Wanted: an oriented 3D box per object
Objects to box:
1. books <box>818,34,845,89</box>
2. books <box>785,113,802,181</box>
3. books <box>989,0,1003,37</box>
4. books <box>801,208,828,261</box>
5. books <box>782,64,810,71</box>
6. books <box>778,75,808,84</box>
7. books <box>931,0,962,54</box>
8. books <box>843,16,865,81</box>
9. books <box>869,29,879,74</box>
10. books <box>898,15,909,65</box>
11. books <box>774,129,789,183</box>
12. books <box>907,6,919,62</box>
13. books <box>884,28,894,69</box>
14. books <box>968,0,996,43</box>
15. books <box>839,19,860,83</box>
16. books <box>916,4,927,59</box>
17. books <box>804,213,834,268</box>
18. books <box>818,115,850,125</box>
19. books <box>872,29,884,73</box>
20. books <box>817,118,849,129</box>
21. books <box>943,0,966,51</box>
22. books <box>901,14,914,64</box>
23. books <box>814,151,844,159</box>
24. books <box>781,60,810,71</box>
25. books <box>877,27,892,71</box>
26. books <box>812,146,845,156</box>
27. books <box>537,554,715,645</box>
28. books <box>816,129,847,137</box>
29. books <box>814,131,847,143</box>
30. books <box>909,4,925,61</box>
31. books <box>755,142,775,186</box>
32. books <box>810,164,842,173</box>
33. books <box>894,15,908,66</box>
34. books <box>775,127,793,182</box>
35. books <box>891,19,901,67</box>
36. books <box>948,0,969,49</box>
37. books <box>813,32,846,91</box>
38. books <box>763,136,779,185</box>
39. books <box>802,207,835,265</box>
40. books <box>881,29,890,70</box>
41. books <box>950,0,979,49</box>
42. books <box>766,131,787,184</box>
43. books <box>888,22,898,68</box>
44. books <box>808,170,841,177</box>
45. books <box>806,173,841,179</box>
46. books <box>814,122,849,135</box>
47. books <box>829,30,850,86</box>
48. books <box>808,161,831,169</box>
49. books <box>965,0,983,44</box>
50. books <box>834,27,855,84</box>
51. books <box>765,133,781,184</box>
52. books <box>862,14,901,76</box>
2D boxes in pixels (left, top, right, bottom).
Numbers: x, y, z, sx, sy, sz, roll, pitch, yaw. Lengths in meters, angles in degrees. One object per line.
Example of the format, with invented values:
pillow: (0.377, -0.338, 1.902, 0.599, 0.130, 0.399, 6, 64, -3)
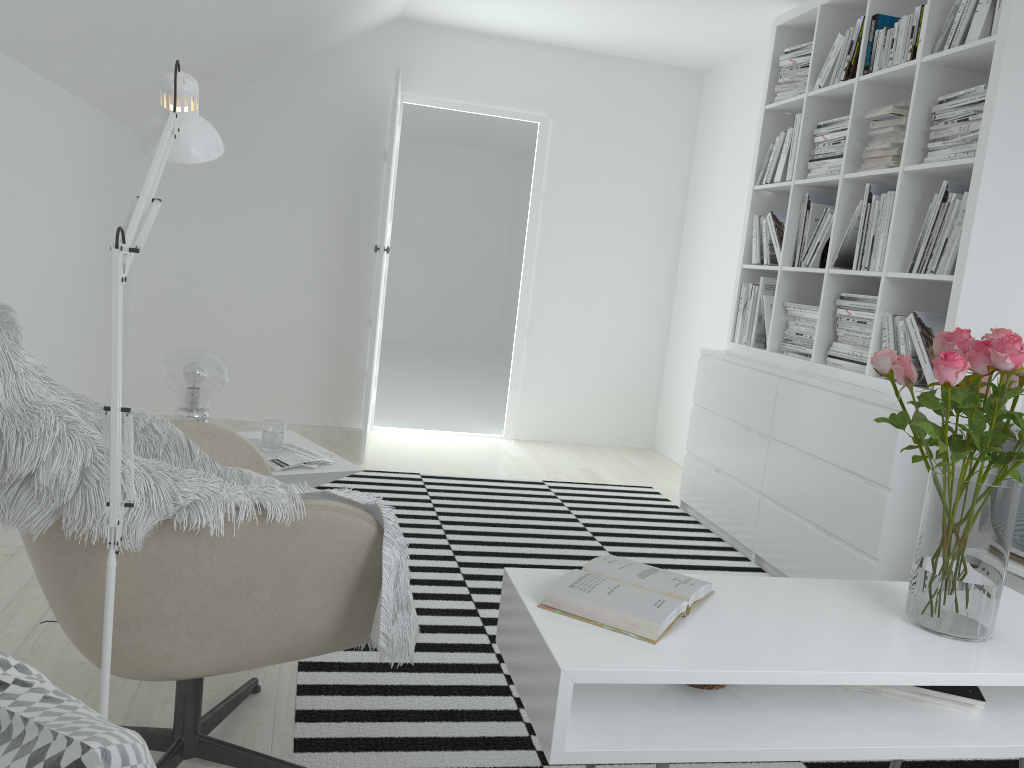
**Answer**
books: (1.419, -1.338, 3.735, 0.167, 0.210, 0.162, 5, 8, -13)
books: (1.327, -1.041, 3.947, 0.176, 0.290, 0.053, 5, 8, -13)
books: (1.628, -1.234, 2.810, 0.176, 0.290, 0.053, 5, 8, -13)
books: (1.367, -0.633, 3.818, 0.161, 0.226, 0.138, 5, 8, -13)
books: (1.391, -1.433, 4.051, 0.159, 0.012, 0.285, 3, 8, -23)
books: (1.397, -1.391, 4.071, 0.182, 0.016, 0.288, 2, 9, -33)
books: (1.572, -1.222, 3.080, 0.161, 0.210, 0.127, 5, 8, -13)
books: (1.453, -1.334, 3.564, 0.170, 0.251, 0.118, 5, 8, -13)
books: (1.448, -1.276, 3.437, 0.107, 0.167, 0.017, 5, 8, -13)
books: (1.498, -1.253, 3.267, 0.128, 0.178, 0.021, 5, 8, -13)
books: (1.315, -1.033, 4.067, 0.172, 0.239, 0.093, 5, 8, -13)
books: (1.512, -1.257, 3.225, 0.127, 0.200, 0.020, 5, 8, -13)
books: (1.469, -1.256, 3.352, 0.110, 0.153, 0.019, 5, 8, -13)
books: (1.618, -1.222, 2.889, 0.174, 0.242, 0.105, 5, 8, -13)
books: (1.445, -1.338, 3.607, 0.159, 0.248, 0.089, 5, 8, -13)
books: (1.523, -1.242, 3.153, 0.139, 0.191, 0.036, 5, 8, -13)
books: (1.381, -0.601, 3.794, 0.167, 0.236, 0.146, 5, 8, -13)
books: (1.429, -1.099, 3.731, 0.161, 0.012, 0.254, 5, 8, -13)
books: (1.452, -1.270, 3.413, 0.106, 0.162, 0.032, 5, 8, -13)
books: (1.426, -1.084, 3.717, 0.159, 0.012, 0.285, 5, 8, -13)
books: (1.589, -1.232, 3.031, 0.161, 0.218, 0.101, 5, 8, -13)
books: (1.500, -1.251, 3.245, 0.128, 0.179, 0.022, 5, 8, -13)
books: (1.435, -0.958, 3.748, 0.182, 0.016, 0.288, 5, 8, -13)
books: (1.376, -1.449, 4.066, 0.161, 0.013, 0.256, 4, 8, -18)
books: (1.464, -1.267, 3.388, 0.120, 0.167, 0.020, 5, 8, -13)
books: (1.422, -0.977, 3.752, 0.167, 0.017, 0.263, 4, 8, -18)
books: (0.232, 0.398, 1.717, 0.231, 0.040, 0.342, 11, 9, 29)
books: (1.429, -1.049, 3.739, 0.161, 0.013, 0.254, 4, 8, -18)
books: (1.423, -1.030, 3.731, 0.174, 0.021, 0.273, 5, 8, -13)
books: (1.518, -1.250, 3.193, 0.136, 0.196, 0.045, 5, 8, -13)
books: (1.270, -1.029, 4.217, 0.161, 0.210, 0.127, 5, 8, -13)
books: (1.413, -0.898, 3.750, 0.174, 0.021, 0.273, 5, 8, -13)
books: (1.499, -1.260, 3.293, 0.134, 0.184, 0.030, 5, 8, -13)
books: (1.316, -1.029, 4.027, 0.174, 0.242, 0.105, 5, 8, -13)
books: (1.492, -1.261, 3.318, 0.128, 0.178, 0.022, 5, 8, -13)
books: (1.592, -1.234, 3.001, 0.152, 0.232, 0.104, 5, 8, -13)
books: (1.421, -1.350, 3.772, 0.186, 0.226, 0.173, 5, 8, -13)
books: (1.288, -1.038, 4.169, 0.161, 0.218, 0.101, 5, 8, -13)
books: (1.376, -0.620, 3.814, 0.159, 0.253, 0.153, 5, 8, -13)
books: (1.467, -1.258, 3.371, 0.110, 0.153, 0.018, 5, 8, -13)
books: (1.596, -1.232, 2.969, 0.172, 0.235, 0.112, 5, 8, -13)
books: (1.295, -1.038, 4.107, 0.172, 0.235, 0.112, 5, 8, -13)
books: (1.479, -1.261, 3.335, 0.109, 0.171, 0.018, 5, 8, -13)
books: (1.415, -0.879, 3.752, 0.182, 0.016, 0.288, 4, 8, -18)
books: (1.399, -0.864, 3.745, 0.182, 0.016, 0.288, 5, 8, -13)
books: (1.433, -1.065, 3.725, 0.176, 0.025, 0.331, 5, 8, -13)
books: (1.424, -1.334, 3.670, 0.161, 0.218, 0.101, 5, 8, -13)
books: (1.417, -0.920, 3.744, 0.180, 0.028, 0.296, 4, 8, -18)
books: (1.616, -1.226, 2.929, 0.172, 0.239, 0.093, 5, 8, -13)
books: (1.429, -1.331, 3.636, 0.161, 0.222, 0.084, 5, 8, -13)
books: (1.291, -1.041, 4.139, 0.152, 0.232, 0.104, 5, 8, -13)
books: (1.460, -1.312, 3.469, 0.140, 0.231, 0.042, 5, 8, -13)
